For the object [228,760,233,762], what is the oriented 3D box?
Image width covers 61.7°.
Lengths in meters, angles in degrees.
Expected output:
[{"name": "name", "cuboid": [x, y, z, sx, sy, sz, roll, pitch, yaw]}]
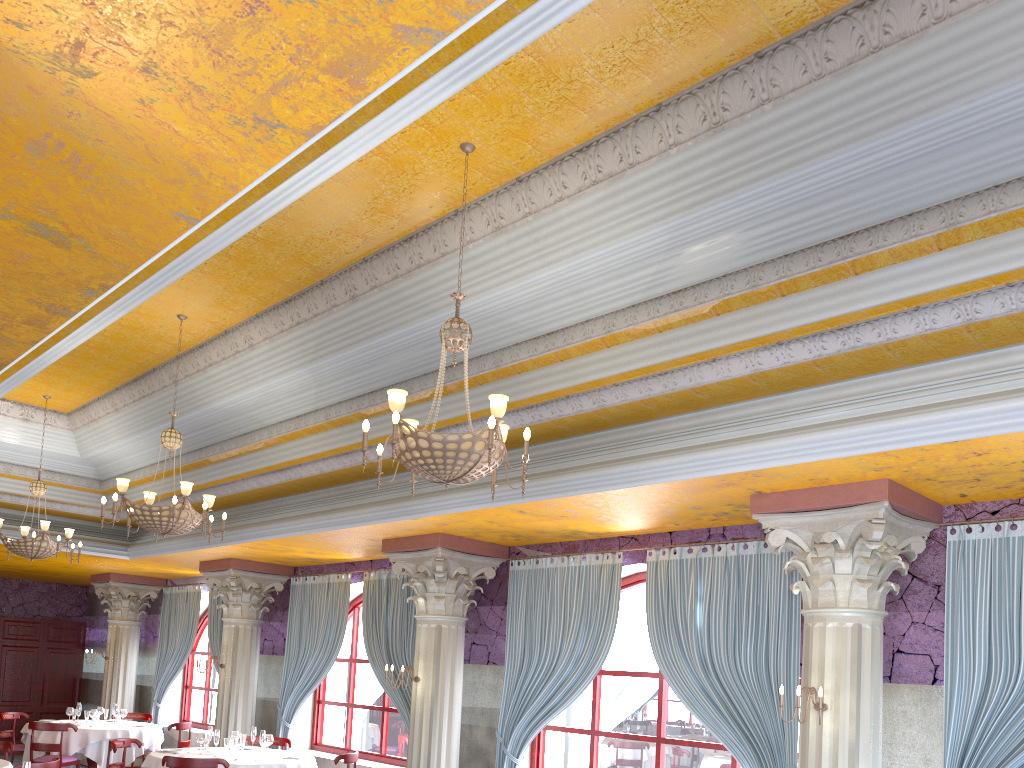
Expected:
[{"name": "object", "cuboid": [-3.301, 4.405, 9.990, 0.022, 0.003, 0.266, 3, -19, 0]}]

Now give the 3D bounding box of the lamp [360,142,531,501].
[{"name": "lamp", "cuboid": [-0.327, -0.424, 5.127, 0.959, 2.115, 0.988, 3, -7, 1]}]

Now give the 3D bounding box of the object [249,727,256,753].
[{"name": "object", "cuboid": [-3.354, 4.611, 11.100, 0.074, 0.326, 0.075, 0, -6, 37]}]

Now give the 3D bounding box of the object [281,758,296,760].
[{"name": "object", "cuboid": [-2.732, 4.616, 10.541, 0.232, 0.013, 0.029, 3, -16, 0]}]

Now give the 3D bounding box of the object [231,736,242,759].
[{"name": "object", "cuboid": [-3.337, 4.396, 10.354, 0.122, 0.257, 0.126, 1, -7, 14]}]

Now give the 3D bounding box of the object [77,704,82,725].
[{"name": "object", "cuboid": [-6.959, 5.315, 13.755, 0.074, 0.326, 0.075, 4, -5, -8]}]

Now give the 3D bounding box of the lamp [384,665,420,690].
[{"name": "lamp", "cuboid": [-1.235, 3.288, 9.595, 0.342, 0.265, 0.397, -5, -16, 32]}]

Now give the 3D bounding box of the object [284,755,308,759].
[{"name": "object", "cuboid": [-2.710, 4.673, 10.724, 0.319, 0.023, 0.323, -15, -26, 43]}]

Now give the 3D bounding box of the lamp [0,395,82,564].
[{"name": "lamp", "cuboid": [-5.934, 1.174, 10.750, 0.959, 2.115, 0.988, 3, -7, 1]}]

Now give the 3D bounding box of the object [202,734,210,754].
[{"name": "object", "cuboid": [-3.829, 4.505, 10.716, 0.087, 0.231, 0.086, 8, -8, -42]}]

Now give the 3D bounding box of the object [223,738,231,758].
[{"name": "object", "cuboid": [-3.454, 4.409, 10.371, 0.086, 0.231, 0.087, 5, -6, -19]}]

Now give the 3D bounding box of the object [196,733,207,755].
[{"name": "object", "cuboid": [-3.846, 4.453, 10.601, 0.124, 0.257, 0.124, 7, -8, -30]}]

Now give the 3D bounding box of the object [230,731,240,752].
[{"name": "object", "cuboid": [-3.601, 4.636, 11.108, 0.123, 0.257, 0.125, -2, -9, 37]}]

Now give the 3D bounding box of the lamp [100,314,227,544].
[{"name": "lamp", "cuboid": [-3.153, 0.382, 7.962, 0.959, 2.115, 0.988, 3, -7, 1]}]

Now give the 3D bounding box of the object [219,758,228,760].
[{"name": "object", "cuboid": [-3.471, 4.375, 9.958, 0.319, 0.023, 0.323, -15, -26, 43]}]

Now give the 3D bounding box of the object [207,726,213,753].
[{"name": "object", "cuboid": [-3.835, 4.501, 10.847, 0.074, 0.326, 0.076, 2, -5, 14]}]

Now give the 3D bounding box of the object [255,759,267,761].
[{"name": "object", "cuboid": [-3.005, 4.510, 10.263, 0.159, 0.009, 0.166, 4, -19, -4]}]

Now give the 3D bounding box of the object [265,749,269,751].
[{"name": "object", "cuboid": [-3.296, 4.897, 11.465, 0.027, 0.013, 0.244, 3, -19, 1]}]

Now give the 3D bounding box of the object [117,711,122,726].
[{"name": "object", "cuboid": [-6.489, 5.516, 14.133, 0.086, 0.231, 0.088, 0, -6, 25]}]

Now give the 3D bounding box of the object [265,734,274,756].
[{"name": "object", "cuboid": [-3.092, 4.580, 10.861, 0.122, 0.257, 0.126, 1, -7, 14]}]

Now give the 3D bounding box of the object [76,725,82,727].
[{"name": "object", "cuboid": [-6.850, 5.337, 13.347, 0.319, 0.023, 0.323, -15, -26, 43]}]

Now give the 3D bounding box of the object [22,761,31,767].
[{"name": "object", "cuboid": [-3.745, 3.070, 6.587, 0.074, 0.326, 0.075, 4, -5, -8]}]

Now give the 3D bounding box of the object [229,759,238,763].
[{"name": "object", "cuboid": [-3.263, 4.399, 9.992, 0.054, 0.019, 0.270, 2, -19, 5]}]

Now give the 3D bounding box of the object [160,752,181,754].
[{"name": "object", "cuboid": [-4.209, 4.546, 10.551, 0.253, 0.003, 0.023, 3, -18, -1]}]

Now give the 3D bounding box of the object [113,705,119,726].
[{"name": "object", "cuboid": [-6.479, 5.425, 14.008, 0.074, 0.326, 0.075, 4, -5, -8]}]

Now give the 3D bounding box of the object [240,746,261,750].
[{"name": "object", "cuboid": [-3.479, 4.889, 11.488, 0.319, 0.023, 0.323, -15, -26, 43]}]

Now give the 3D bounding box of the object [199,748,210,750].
[{"name": "object", "cuboid": [-4.004, 4.763, 11.173, 0.159, 0.009, 0.166, 8, -19, -14]}]

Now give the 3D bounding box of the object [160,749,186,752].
[{"name": "object", "cuboid": [-4.241, 4.591, 10.722, 0.313, 0.023, 0.329, -2, -19, 15]}]

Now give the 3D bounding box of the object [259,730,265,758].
[{"name": "object", "cuboid": [-3.100, 4.463, 10.619, 0.074, 0.326, 0.075, 4, -5, -8]}]

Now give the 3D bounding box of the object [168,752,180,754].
[{"name": "object", "cuboid": [-4.206, 4.525, 10.513, 0.256, 0.019, 0.057, 1, -17, 5]}]

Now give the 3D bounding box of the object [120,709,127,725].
[{"name": "object", "cuboid": [-6.471, 5.543, 14.250, 0.124, 0.257, 0.124, 7, -8, -30]}]

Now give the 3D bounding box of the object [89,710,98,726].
[{"name": "object", "cuboid": [-6.716, 5.359, 13.743, 0.122, 0.257, 0.126, 1, -7, 14]}]

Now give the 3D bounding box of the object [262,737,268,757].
[{"name": "object", "cuboid": [-3.110, 4.553, 10.745, 0.086, 0.231, 0.088, 0, -6, 25]}]

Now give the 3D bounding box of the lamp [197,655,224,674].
[{"name": "lamp", "cuboid": [-4.574, 4.239, 12.944, 0.342, 0.265, 0.397, -5, -16, 32]}]

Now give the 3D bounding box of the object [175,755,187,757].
[{"name": "object", "cuboid": [-3.958, 4.445, 10.221, 0.161, 0.009, 0.164, -15, -26, 43]}]

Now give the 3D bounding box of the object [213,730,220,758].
[{"name": "object", "cuboid": [-3.580, 4.352, 10.367, 0.075, 0.326, 0.075, 6, -5, -31]}]

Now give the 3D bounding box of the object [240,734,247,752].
[{"name": "object", "cuboid": [-3.485, 4.649, 11.089, 0.086, 0.231, 0.087, 5, -6, -19]}]

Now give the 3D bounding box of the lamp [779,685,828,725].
[{"name": "lamp", "cuboid": [2.130, 2.329, 6.222, 0.342, 0.265, 0.397, -5, -16, 32]}]
